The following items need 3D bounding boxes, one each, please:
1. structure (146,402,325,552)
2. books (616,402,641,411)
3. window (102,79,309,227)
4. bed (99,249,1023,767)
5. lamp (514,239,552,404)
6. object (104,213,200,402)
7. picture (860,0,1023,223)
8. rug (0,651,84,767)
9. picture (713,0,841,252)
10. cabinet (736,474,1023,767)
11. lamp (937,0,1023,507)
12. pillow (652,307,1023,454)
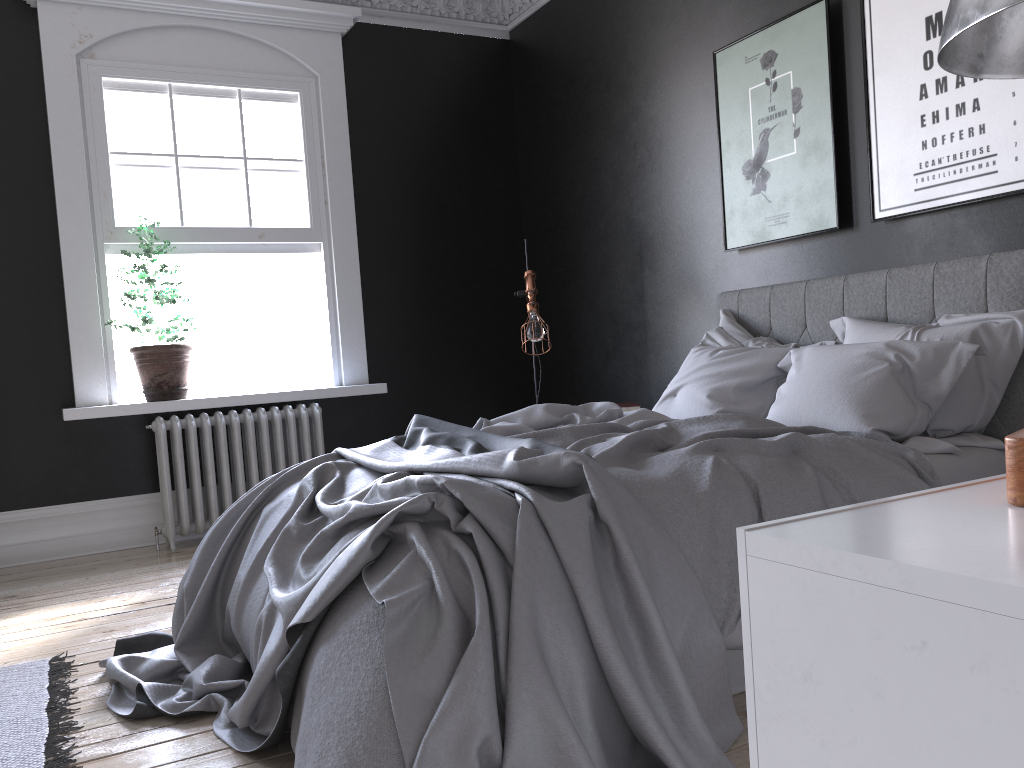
[{"bbox_3d":[-1.704,0.580,5.670,1.140,0.849,0.276,-5,3,-28],"label":"structure"},{"bbox_3d":[0.575,0.144,5.016,0.275,0.045,0.346,-4,2,2],"label":"books"},{"bbox_3d":[-1.954,-1.432,5.751,1.262,1.018,0.056,-5,3,-28],"label":"window"},{"bbox_3d":[0.234,0.259,3.467,3.280,1.299,2.766,-6,3,-39],"label":"bed"},{"bbox_3d":[0.194,-0.061,6.024,0.437,1.780,1.716,-4,2,10],"label":"lamp"},{"bbox_3d":[-2.196,-0.461,5.468,0.474,1.135,0.505,-3,3,12],"label":"object"},{"bbox_3d":[1.769,-1.265,3.619,0.014,1.079,0.791,-6,3,-28],"label":"picture"},{"bbox_3d":[-2.823,1.166,1.687,3.642,0.050,2.105,-5,2,-27],"label":"rug"},{"bbox_3d":[1.314,-1.260,4.476,0.014,1.079,0.791,-6,3,-28],"label":"picture"},{"bbox_3d":[1.400,0.461,1.042,2.394,0.883,0.570,-5,3,-28],"label":"cabinet"},{"bbox_3d":[0.556,-0.209,0.776,0.328,0.591,0.340,-2,4,42],"label":"lamp"},{"bbox_3d":[1.226,-0.012,3.925,0.679,0.760,1.830,-5,2,-28],"label":"pillow"}]
